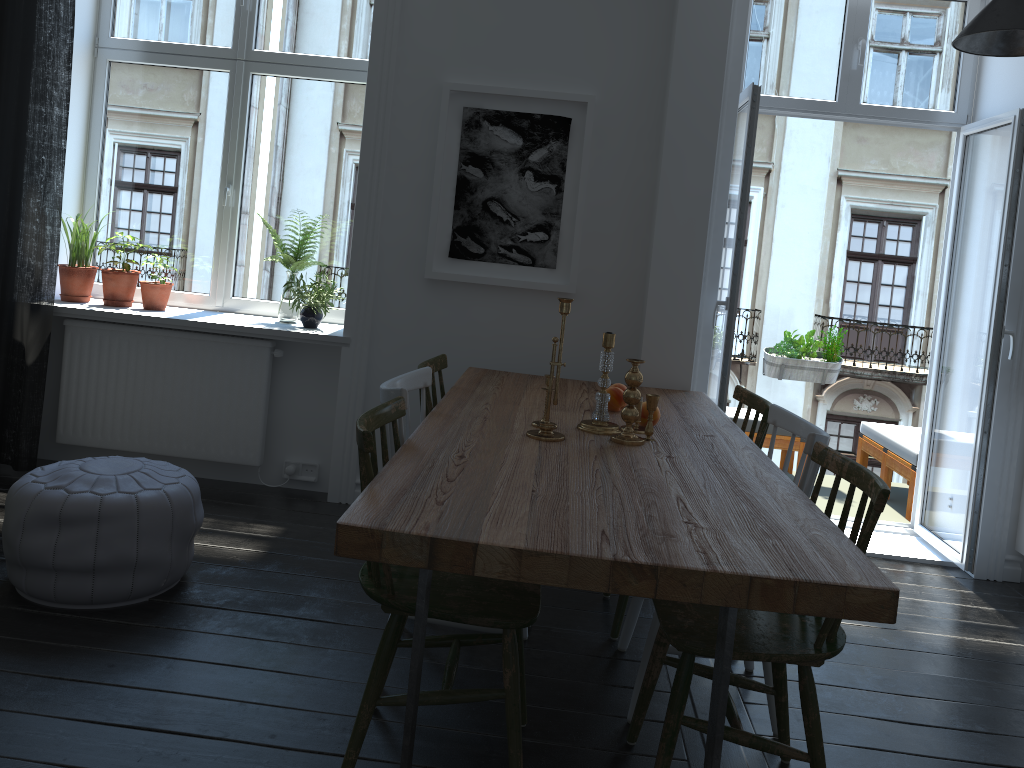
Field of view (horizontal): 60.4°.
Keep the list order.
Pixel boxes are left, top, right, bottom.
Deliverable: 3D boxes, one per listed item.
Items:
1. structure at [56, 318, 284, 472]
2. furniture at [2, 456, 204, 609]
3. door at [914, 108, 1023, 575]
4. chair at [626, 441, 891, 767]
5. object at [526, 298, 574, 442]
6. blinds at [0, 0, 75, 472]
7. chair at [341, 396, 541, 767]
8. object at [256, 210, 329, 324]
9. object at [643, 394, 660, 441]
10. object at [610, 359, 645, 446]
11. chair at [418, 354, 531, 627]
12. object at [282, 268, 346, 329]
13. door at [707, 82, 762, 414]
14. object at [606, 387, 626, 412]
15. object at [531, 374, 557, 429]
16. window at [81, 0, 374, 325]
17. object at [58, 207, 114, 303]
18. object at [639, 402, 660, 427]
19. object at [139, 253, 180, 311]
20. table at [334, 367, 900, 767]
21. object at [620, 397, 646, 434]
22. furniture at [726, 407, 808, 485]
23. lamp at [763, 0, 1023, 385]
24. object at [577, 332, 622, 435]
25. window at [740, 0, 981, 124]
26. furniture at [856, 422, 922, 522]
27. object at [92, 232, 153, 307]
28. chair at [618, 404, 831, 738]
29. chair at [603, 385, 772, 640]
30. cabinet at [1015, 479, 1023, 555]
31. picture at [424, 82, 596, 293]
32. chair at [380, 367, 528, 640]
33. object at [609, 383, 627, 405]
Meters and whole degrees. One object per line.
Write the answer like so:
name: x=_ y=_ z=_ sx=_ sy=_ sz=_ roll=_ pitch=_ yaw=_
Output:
structure: x=-1.625 y=0.054 z=4.171 sx=1.065 sy=0.625 sz=0.073 roll=6 pitch=2 yaw=3
furniture: x=-1.371 y=0.478 z=2.982 sx=0.614 sy=0.417 sz=0.616 roll=5 pitch=7 yaw=-3
door: x=2.101 y=-0.222 z=4.068 sx=0.105 sy=2.015 sz=0.589 roll=6 pitch=3 yaw=-3
chair: x=0.572 y=0.575 z=2.094 sx=0.486 sy=0.823 sz=0.470 roll=6 pitch=4 yaw=2
object: x=0.118 y=-0.046 z=2.555 sx=0.113 sy=0.408 sz=0.114 roll=4 pitch=3 yaw=-35
blinds: x=-2.427 y=-1.114 z=3.989 sx=0.805 sy=2.958 sz=0.112 roll=6 pitch=2 yaw=2
chair: x=-0.167 y=0.494 z=2.139 sx=0.486 sy=0.823 sz=0.470 roll=6 pitch=4 yaw=2
object: x=-1.080 y=-0.581 z=4.353 sx=0.327 sy=0.563 sz=0.397 roll=3 pitch=5 yaw=-33
object: x=0.420 y=0.103 z=2.673 sx=0.049 sy=0.138 sz=0.049 roll=6 pitch=3 yaw=3
object: x=0.354 y=0.051 z=2.609 sx=0.101 sy=0.246 sz=0.101 roll=7 pitch=3 yaw=27
chair: x=-0.127 y=0.348 z=3.111 sx=0.486 sy=0.823 sz=0.470 roll=6 pitch=4 yaw=2
object: x=-0.949 y=-0.415 z=4.236 sx=0.285 sy=0.293 sz=0.287 roll=6 pitch=5 yaw=7
door: x=0.977 y=-0.345 z=4.134 sx=0.105 sy=2.015 sz=0.588 roll=6 pitch=3 yaw=8
object: x=0.365 y=0.054 z=3.124 sx=0.091 sy=0.087 sz=0.083 roll=9 pitch=6 yaw=29
object: x=0.107 y=0.053 z=2.712 sx=0.080 sy=0.159 sz=0.081 roll=3 pitch=4 yaw=-40
window: x=-1.425 y=-1.359 z=4.537 sx=1.569 sy=1.977 sz=0.108 roll=6 pitch=2 yaw=3
object: x=-2.140 y=-0.662 z=4.400 sx=0.299 sy=0.496 sz=0.337 roll=5 pitch=4 yaw=-14
object: x=0.446 y=0.100 z=2.897 sx=0.085 sy=0.083 sz=0.090 roll=7 pitch=6 yaw=15
object: x=-1.745 y=-0.503 z=4.355 sx=0.194 sy=0.276 sz=0.178 roll=3 pitch=5 yaw=-30
table: x=0.215 y=0.499 z=2.706 sx=1.018 sy=0.710 sz=2.249 roll=6 pitch=8 yaw=3
object: x=0.400 y=0.094 z=2.799 sx=0.102 sy=0.113 sz=0.103 roll=5 pitch=5 yaw=-11
furniture: x=1.488 y=0.373 z=5.456 sx=0.600 sy=0.373 sz=0.404 roll=6 pitch=6 yaw=3
lamp: x=1.859 y=-1.072 z=4.260 sx=0.493 sy=2.493 sz=2.724 roll=6 pitch=6 yaw=3
object: x=0.288 y=-0.007 z=2.743 sx=0.140 sy=0.309 sz=0.142 roll=3 pitch=4 yaw=-45
window: x=1.691 y=-1.661 z=4.334 sx=1.180 sy=0.655 sz=0.106 roll=6 pitch=2 yaw=3
furniture: x=2.378 y=0.508 z=5.159 sx=0.400 sy=0.372 sz=0.929 roll=6 pitch=8 yaw=3
object: x=-1.940 y=-0.575 z=4.384 sx=0.259 sy=0.368 sz=0.235 roll=7 pitch=4 yaw=15
chair: x=0.620 y=0.496 z=2.583 sx=0.510 sy=0.838 sz=0.469 roll=6 pitch=4 yaw=3
chair: x=0.613 y=0.429 z=3.066 sx=0.486 sy=0.823 sz=0.470 roll=6 pitch=4 yaw=2
cabinet: x=2.303 y=0.716 z=2.335 sx=0.731 sy=0.807 sz=3.209 roll=7 pitch=8 yaw=11
picture: x=-0.009 y=-0.889 z=3.997 sx=0.688 sy=0.883 sz=0.083 roll=6 pitch=2 yaw=3
chair: x=-0.173 y=0.411 z=2.621 sx=0.510 sy=0.838 sz=0.469 roll=6 pitch=4 yaw=3
object: x=0.387 y=0.043 z=3.205 sx=0.083 sy=0.089 sz=0.089 roll=5 pitch=5 yaw=-7
